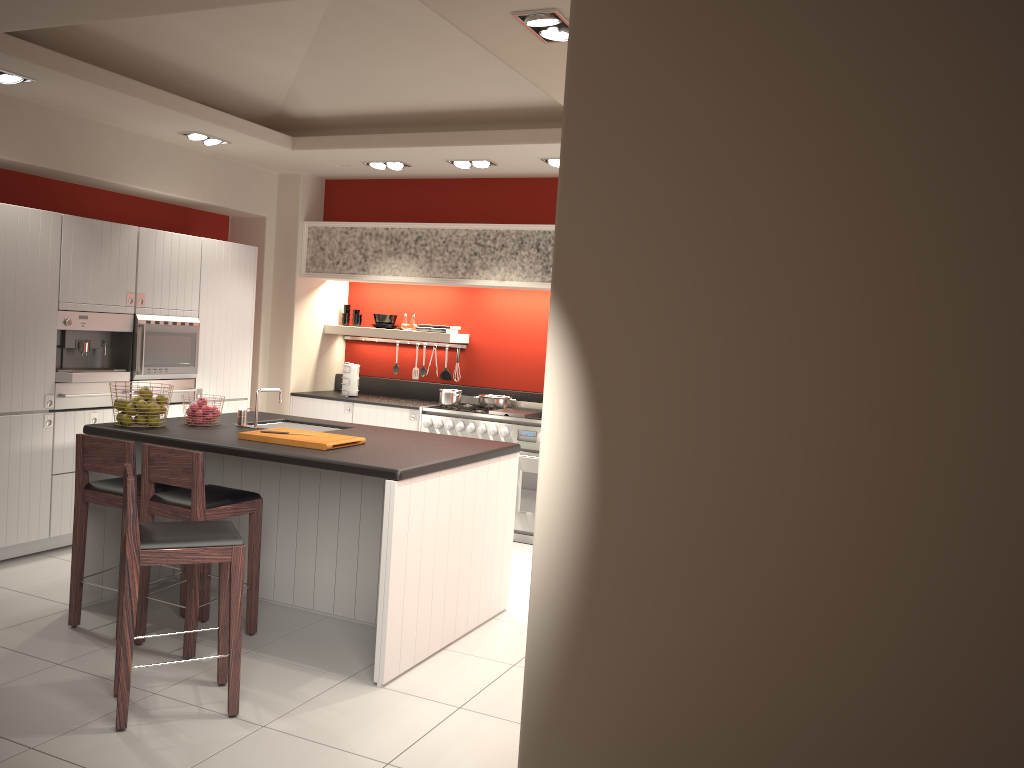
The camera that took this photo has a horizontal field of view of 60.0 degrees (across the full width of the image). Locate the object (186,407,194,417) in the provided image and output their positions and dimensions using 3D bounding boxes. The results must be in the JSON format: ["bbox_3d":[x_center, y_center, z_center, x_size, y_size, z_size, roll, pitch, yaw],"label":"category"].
[{"bbox_3d":[-1.900,0.167,5.255,0.059,0.059,0.060,6,4,36],"label":"object"}]

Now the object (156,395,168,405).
[{"bbox_3d":[-2.005,0.091,5.079,0.067,0.064,0.067,5,4,24],"label":"object"}]

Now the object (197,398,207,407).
[{"bbox_3d":[-1.836,0.110,5.259,0.056,0.058,0.056,3,3,-21],"label":"object"}]

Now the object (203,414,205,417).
[{"bbox_3d":[-1.844,0.172,5.318,0.055,0.056,0.055,6,4,33],"label":"object"}]

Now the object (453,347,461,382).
[{"bbox_3d":[-0.507,-0.183,8.264,0.069,0.328,0.069,4,3,1],"label":"object"}]

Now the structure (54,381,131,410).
[{"bbox_3d":[-2.878,0.074,6.103,0.129,0.177,0.617,5,4,24],"label":"structure"}]

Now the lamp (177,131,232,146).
[{"bbox_3d":[-2.310,-1.856,6.672,0.199,0.084,0.361,5,4,24],"label":"lamp"}]

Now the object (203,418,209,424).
[{"bbox_3d":[-1.824,0.219,5.281,0.040,0.039,0.039,3,3,-17],"label":"object"}]

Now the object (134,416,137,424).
[{"bbox_3d":[-2.129,0.201,5.058,0.055,0.054,0.053,6,4,28],"label":"object"}]

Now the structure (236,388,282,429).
[{"bbox_3d":[-1.526,0.146,5.341,0.183,0.249,0.224,5,4,24],"label":"structure"}]

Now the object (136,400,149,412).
[{"bbox_3d":[-2.062,0.121,4.951,0.067,0.068,0.067,3,3,-14],"label":"object"}]

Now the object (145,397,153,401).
[{"bbox_3d":[-2.096,0.100,5.102,0.078,0.076,0.071,3,3,-7],"label":"object"}]

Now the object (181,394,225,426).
[{"bbox_3d":[-1.840,0.154,5.281,0.248,0.168,0.248,5,3,12],"label":"object"}]

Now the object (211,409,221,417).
[{"bbox_3d":[-1.773,0.177,5.307,0.055,0.056,0.055,6,4,33],"label":"object"}]

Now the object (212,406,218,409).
[{"bbox_3d":[-1.800,0.157,5.345,0.056,0.050,0.055,2,4,-28],"label":"object"}]

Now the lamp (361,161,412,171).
[{"bbox_3d":[-1.027,-1.812,7.253,0.361,0.109,0.199,5,4,24],"label":"lamp"}]

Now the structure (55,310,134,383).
[{"bbox_3d":[-2.998,-0.268,6.149,0.453,0.470,0.623,5,4,24],"label":"structure"}]

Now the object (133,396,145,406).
[{"bbox_3d":[-2.102,0.098,4.995,0.057,0.061,0.062,6,4,38],"label":"object"}]

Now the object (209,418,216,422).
[{"bbox_3d":[-1.810,0.211,5.341,0.050,0.049,0.049,3,3,-10],"label":"object"}]

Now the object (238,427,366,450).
[{"bbox_3d":[-1.139,0.295,4.825,0.570,0.033,0.372,5,4,22],"label":"object"}]

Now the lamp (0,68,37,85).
[{"bbox_3d":[-2.988,-1.821,5.150,0.199,0.103,0.361,5,4,24],"label":"lamp"}]

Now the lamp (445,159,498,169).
[{"bbox_3d":[-0.315,-1.747,6.937,0.361,0.104,0.199,5,4,24],"label":"lamp"}]

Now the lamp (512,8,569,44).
[{"bbox_3d":[0.163,-1.529,3.751,0.199,0.085,0.361,5,4,24],"label":"lamp"}]

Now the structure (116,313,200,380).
[{"bbox_3d":[-2.674,-0.281,6.690,0.332,0.472,0.610,5,4,24],"label":"structure"}]

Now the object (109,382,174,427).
[{"bbox_3d":[-2.106,0.116,5.031,0.341,0.232,0.341,2,4,-33],"label":"object"}]

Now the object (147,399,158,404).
[{"bbox_3d":[-2.046,0.108,5.041,0.056,0.054,0.057,4,3,-5],"label":"object"}]

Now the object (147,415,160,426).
[{"bbox_3d":[-2.021,0.205,4.993,0.068,0.068,0.068,6,4,35],"label":"object"}]

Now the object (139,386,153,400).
[{"bbox_3d":[-2.084,0.053,5.048,0.078,0.080,0.078,5,4,24],"label":"object"}]

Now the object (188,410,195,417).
[{"bbox_3d":[-1.884,0.172,5.215,0.041,0.041,0.040,2,4,-29],"label":"object"}]

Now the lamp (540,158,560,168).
[{"bbox_3d":[0.414,-1.679,6.613,0.361,0.103,0.199,5,4,24],"label":"lamp"}]

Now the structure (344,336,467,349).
[{"bbox_3d":[-1.035,-0.403,8.518,1.355,0.034,0.054,5,4,24],"label":"structure"}]

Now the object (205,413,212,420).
[{"bbox_3d":[-1.796,0.193,5.254,0.046,0.043,0.046,2,4,-26],"label":"object"}]

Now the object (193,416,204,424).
[{"bbox_3d":[-1.853,0.209,5.237,0.062,0.057,0.061,5,4,24],"label":"object"}]

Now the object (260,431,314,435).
[{"bbox_3d":[-1.217,0.267,4.834,0.302,0.010,0.035,4,3,-6],"label":"object"}]

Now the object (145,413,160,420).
[{"bbox_3d":[-2.057,0.190,5.071,0.084,0.079,0.086,3,3,-21],"label":"object"}]

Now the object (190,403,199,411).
[{"bbox_3d":[-1.864,0.136,5.203,0.048,0.046,0.048,3,3,-20],"label":"object"}]

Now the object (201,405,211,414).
[{"bbox_3d":[-1.807,0.150,5.238,0.051,0.055,0.056,6,4,38],"label":"object"}]

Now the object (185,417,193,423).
[{"bbox_3d":[-1.912,0.209,5.258,0.050,0.049,0.049,3,3,-10],"label":"object"}]

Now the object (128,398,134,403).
[{"bbox_3d":[-2.155,0.108,5.056,0.057,0.061,0.062,6,4,38],"label":"object"}]

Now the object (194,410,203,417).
[{"bbox_3d":[-1.839,0.172,5.205,0.048,0.046,0.048,3,3,-17],"label":"object"}]

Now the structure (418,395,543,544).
[{"bbox_3d":[-0.098,0.706,7.574,1.322,1.085,0.778,5,3,24],"label":"structure"}]

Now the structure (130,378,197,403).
[{"bbox_3d":[-2.621,0.057,6.679,0.129,0.177,0.617,5,4,24],"label":"structure"}]

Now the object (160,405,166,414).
[{"bbox_3d":[-2.002,0.145,5.055,0.057,0.057,0.055,5,3,15],"label":"object"}]

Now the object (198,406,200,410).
[{"bbox_3d":[-1.864,0.146,5.244,0.041,0.039,0.041,7,4,40],"label":"object"}]

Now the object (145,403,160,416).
[{"bbox_3d":[-2.025,0.145,5.000,0.082,0.082,0.082,3,3,-9],"label":"object"}]

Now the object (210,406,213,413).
[{"bbox_3d":[-1.801,0.154,5.293,0.041,0.044,0.045,3,3,-7],"label":"object"}]

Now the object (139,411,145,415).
[{"bbox_3d":[-2.126,0.157,5.105,0.064,0.060,0.064,5,3,18],"label":"object"}]
